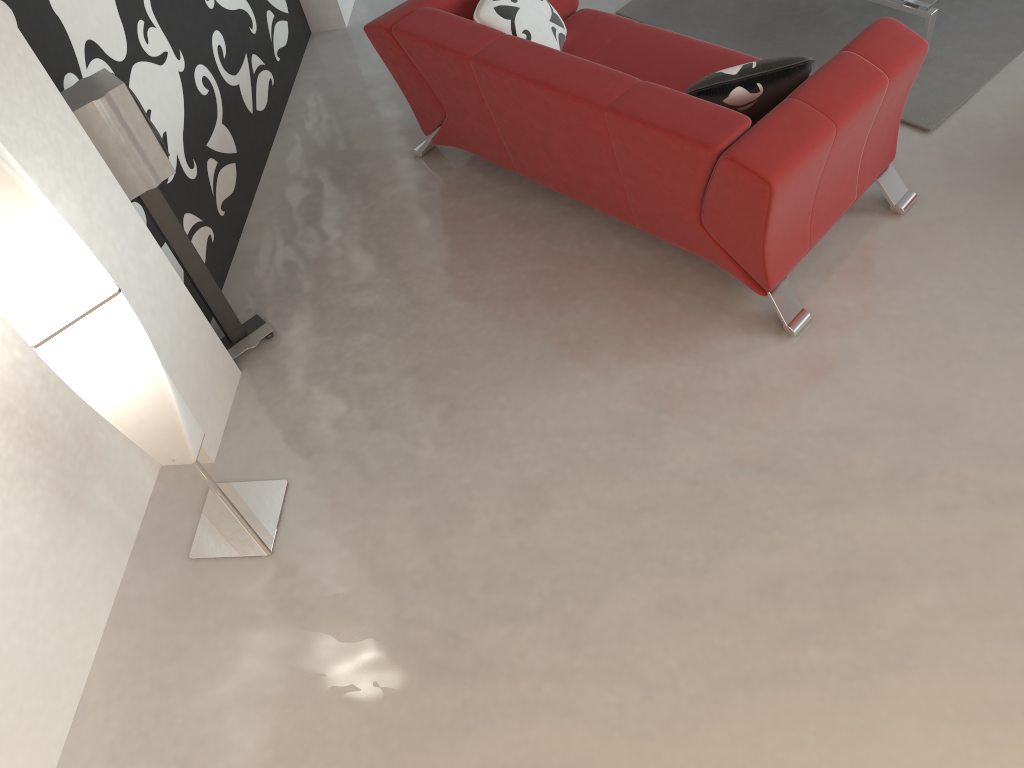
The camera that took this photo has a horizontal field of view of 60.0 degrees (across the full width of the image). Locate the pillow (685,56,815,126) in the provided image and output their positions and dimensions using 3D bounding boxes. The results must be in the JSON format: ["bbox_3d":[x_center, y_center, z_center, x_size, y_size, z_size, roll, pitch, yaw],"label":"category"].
[{"bbox_3d":[0.757,-0.946,2.937,0.402,0.343,0.288,-10,51,5],"label":"pillow"}]

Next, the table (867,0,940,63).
[{"bbox_3d":[1.681,-2.024,4.108,1.097,0.286,1.162,-40,54,-19],"label":"table"}]

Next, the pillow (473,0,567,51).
[{"bbox_3d":[0.040,-1.402,3.460,0.288,0.343,0.402,2,53,14],"label":"pillow"}]

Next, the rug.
[{"bbox_3d":[1.696,-1.928,4.217,1.700,0.025,1.700,-40,54,-19],"label":"rug"}]

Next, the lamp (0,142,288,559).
[{"bbox_3d":[-1.041,-0.106,2.217,0.313,1.779,0.313,3,53,14],"label":"lamp"}]

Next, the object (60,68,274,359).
[{"bbox_3d":[-1.139,-0.502,2.989,0.229,1.112,0.214,-40,54,-19],"label":"object"}]

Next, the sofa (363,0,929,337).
[{"bbox_3d":[0.443,-1.060,3.328,1.929,0.738,0.951,32,64,31],"label":"sofa"}]
